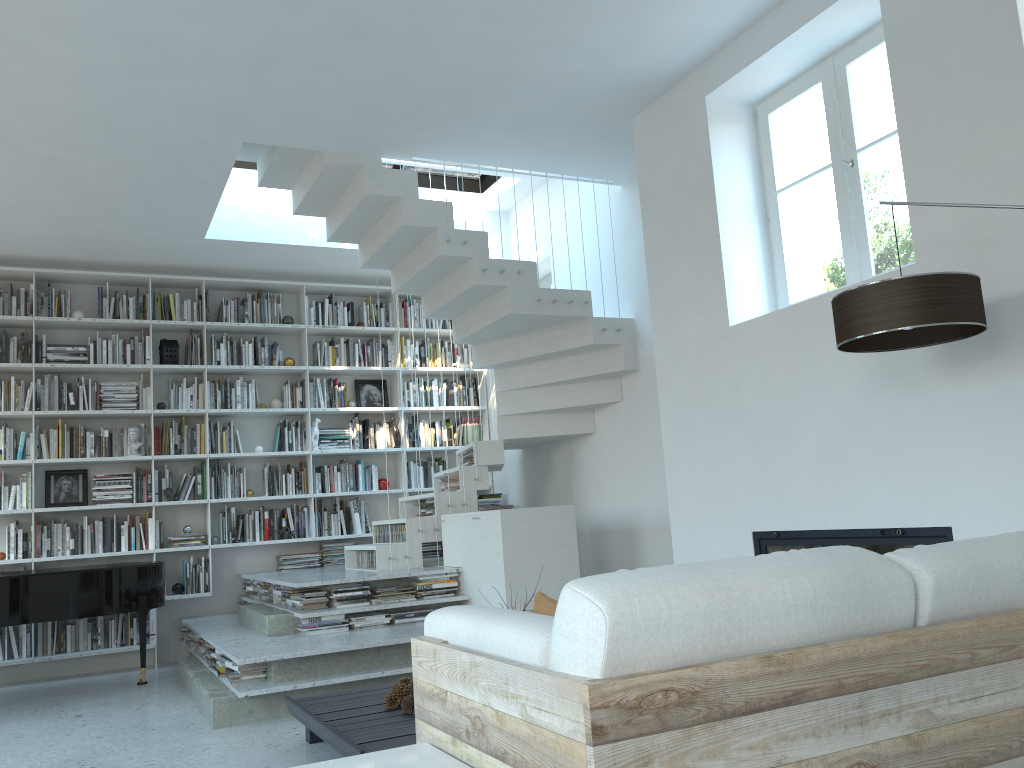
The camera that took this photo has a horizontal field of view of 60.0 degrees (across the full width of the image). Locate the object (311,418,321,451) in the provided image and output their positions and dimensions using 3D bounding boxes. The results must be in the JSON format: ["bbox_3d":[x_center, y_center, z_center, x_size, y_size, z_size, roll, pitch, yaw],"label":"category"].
[{"bbox_3d":[-1.700,0.440,7.671,0.087,0.287,0.075,-5,-8,9],"label":"object"}]

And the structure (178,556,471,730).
[{"bbox_3d":[-0.865,1.676,6.448,2.899,0.658,3.118,0,-9,-26],"label":"structure"}]

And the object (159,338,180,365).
[{"bbox_3d":[-2.838,-0.255,7.340,0.135,0.248,0.136,2,-10,-36],"label":"object"}]

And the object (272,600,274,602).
[{"bbox_3d":[-1.730,1.597,6.579,0.145,0.010,0.267,1,-10,-30],"label":"object"}]

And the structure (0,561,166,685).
[{"bbox_3d":[-3.211,1.631,5.655,1.918,0.831,1.337,0,-9,-26],"label":"structure"}]

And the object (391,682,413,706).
[{"bbox_3d":[-0.478,1.337,3.818,0.110,0.101,0.114,4,-11,-43],"label":"object"}]

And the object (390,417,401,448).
[{"bbox_3d":[-1.050,0.444,8.008,0.087,0.287,0.075,-5,-8,9],"label":"object"}]

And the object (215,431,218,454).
[{"bbox_3d":[-2.495,0.503,7.459,0.013,0.208,0.140,0,-9,-26],"label":"object"}]

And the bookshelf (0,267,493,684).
[{"bbox_3d":[-3.095,0.684,7.066,6.296,3.137,0.331,0,-9,-26],"label":"bookshelf"}]

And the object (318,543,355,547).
[{"bbox_3d":[-1.541,1.412,7.775,0.285,0.005,0.160,0,-9,-26],"label":"object"}]

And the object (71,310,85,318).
[{"bbox_3d":[-3.481,-0.542,7.112,0.105,0.106,0.105,-11,-11,41],"label":"object"}]

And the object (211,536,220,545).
[{"bbox_3d":[-2.447,1.290,7.321,0.071,0.072,0.071,-7,-9,22],"label":"object"}]

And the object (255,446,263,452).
[{"bbox_3d":[-2.156,0.561,7.555,0.071,0.072,0.071,-7,-9,22],"label":"object"}]

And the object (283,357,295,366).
[{"bbox_3d":[-1.946,-0.183,7.746,0.100,0.101,0.100,-11,-11,41],"label":"object"}]

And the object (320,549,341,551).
[{"bbox_3d":[-1.541,1.449,7.768,0.254,0.005,0.161,0,-9,-26],"label":"object"}]

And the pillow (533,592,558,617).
[{"bbox_3d":[0.169,0.597,1.829,0.200,0.338,0.463,1,-10,-32],"label":"pillow"}]

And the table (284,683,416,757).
[{"bbox_3d":[-0.207,1.450,3.815,1.270,0.218,1.260,0,-9,-26],"label":"table"}]

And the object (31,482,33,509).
[{"bbox_3d":[-3.693,0.863,6.837,0.017,0.215,0.103,0,-9,-26],"label":"object"}]

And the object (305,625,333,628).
[{"bbox_3d":[-1.176,1.492,5.483,0.204,0.004,0.140,0,-9,-23],"label":"object"}]

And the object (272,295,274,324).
[{"bbox_3d":[-2.121,-0.627,7.841,0.006,0.297,0.129,0,-9,-26],"label":"object"}]

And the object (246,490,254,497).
[{"bbox_3d":[-2.223,0.930,7.498,0.071,0.072,0.071,-7,-9,22],"label":"object"}]

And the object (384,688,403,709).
[{"bbox_3d":[-0.501,1.336,3.745,0.082,0.084,0.082,-2,-8,-11],"label":"object"}]

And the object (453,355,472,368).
[{"bbox_3d":[-0.469,-0.206,8.419,0.203,0.136,0.095,-3,-8,-10],"label":"object"}]

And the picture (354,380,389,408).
[{"bbox_3d":[-1.292,0.104,8.174,0.300,0.299,0.077,0,-9,-26],"label":"picture"}]

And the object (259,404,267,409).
[{"bbox_3d":[-2.148,0.204,7.646,0.068,0.068,0.068,-11,-11,41],"label":"object"}]

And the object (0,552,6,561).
[{"bbox_3d":[-3.813,1.287,6.623,0.061,0.062,0.061,-7,-9,22],"label":"object"}]

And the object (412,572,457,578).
[{"bbox_3d":[-0.535,1.270,5.954,0.284,0.030,0.177,0,-9,-26],"label":"object"}]

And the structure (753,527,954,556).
[{"bbox_3d":[1.746,0.910,3.911,0.735,0.583,1.213,1,-10,-30],"label":"structure"}]

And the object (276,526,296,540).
[{"bbox_3d":[-1.892,1.248,7.432,0.160,0.113,0.065,3,-10,-38],"label":"object"}]

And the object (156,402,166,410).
[{"bbox_3d":[-2.858,0.184,7.223,0.071,0.072,0.071,-7,-9,22],"label":"object"}]

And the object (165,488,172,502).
[{"bbox_3d":[-2.746,0.885,7.089,0.054,0.113,0.079,0,-9,-27],"label":"object"}]

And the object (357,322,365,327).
[{"bbox_3d":[-1.379,-0.531,8.075,0.071,0.072,0.071,-7,-9,22],"label":"object"}]

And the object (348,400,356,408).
[{"bbox_3d":[-1.453,0.193,7.983,0.091,0.092,0.092,-7,-9,22],"label":"object"}]

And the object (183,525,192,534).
[{"bbox_3d":[-2.622,1.177,7.166,0.071,0.072,0.071,-7,-9,22],"label":"object"}]

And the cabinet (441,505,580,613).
[{"bbox_3d":[-0.043,1.174,5.885,0.551,0.666,0.994,0,-9,-26],"label":"cabinet"}]

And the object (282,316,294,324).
[{"bbox_3d":[-1.969,-0.548,7.791,0.104,0.105,0.104,-7,-9,22],"label":"object"}]

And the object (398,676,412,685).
[{"bbox_3d":[-0.464,1.334,3.902,0.090,0.106,0.097,-3,-8,-5],"label":"object"}]

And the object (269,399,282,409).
[{"bbox_3d":[-2.057,0.187,7.720,0.111,0.112,0.112,-11,-11,41],"label":"object"}]

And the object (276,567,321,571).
[{"bbox_3d":[-1.826,1.581,7.592,0.345,0.007,0.193,1,-10,-31],"label":"object"}]

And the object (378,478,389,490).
[{"bbox_3d":[-1.168,0.909,8.002,0.115,0.116,0.115,-11,-11,41],"label":"object"}]

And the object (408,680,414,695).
[{"bbox_3d":[-0.411,1.330,3.845,0.094,0.108,0.108,-9,-10,31],"label":"object"}]

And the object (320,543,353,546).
[{"bbox_3d":[-1.540,1.406,7.773,0.254,0.005,0.161,0,-9,-25],"label":"object"}]

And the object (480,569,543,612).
[{"bbox_3d":[-0.003,1.067,3.815,0.309,0.521,0.436,-5,-8,4],"label":"object"}]

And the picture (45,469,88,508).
[{"bbox_3d":[-3.501,0.824,6.972,0.300,0.299,0.077,0,-9,-26],"label":"picture"}]

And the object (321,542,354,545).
[{"bbox_3d":[-1.537,1.399,7.766,0.285,0.005,0.160,-1,-9,-21],"label":"object"}]

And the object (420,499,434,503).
[{"bbox_3d":[-0.643,0.940,7.158,0.161,0.025,0.175,-1,-9,-22],"label":"object"}]

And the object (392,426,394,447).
[{"bbox_3d":[-1.106,0.502,8.127,0.022,0.211,0.179,0,-9,-26],"label":"object"}]

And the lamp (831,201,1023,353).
[{"bbox_3d":[1.736,0.235,2.541,0.470,1.962,1.561,3,-10,-40],"label":"lamp"}]

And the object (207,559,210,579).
[{"bbox_3d":[-2.463,1.555,7.200,0.011,0.260,0.142,0,-9,-26],"label":"object"}]

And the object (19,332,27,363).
[{"bbox_3d":[-3.754,-0.270,6.821,0.075,0.254,0.075,-11,-11,42],"label":"object"}]

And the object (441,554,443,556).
[{"bbox_3d":[-0.486,1.579,8.266,0.367,0.007,0.206,-2,-9,-16],"label":"object"}]

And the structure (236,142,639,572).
[{"bbox_3d":[-0.697,-0.058,6.399,2.613,3.376,1.957,0,-9,-26],"label":"structure"}]

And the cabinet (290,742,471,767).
[{"bbox_3d":[-0.232,0.973,1.580,0.380,0.486,0.503,0,-9,-26],"label":"cabinet"}]

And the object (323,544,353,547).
[{"bbox_3d":[-1.541,1.417,7.774,0.254,0.005,0.161,0,-9,-26],"label":"object"}]

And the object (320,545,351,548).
[{"bbox_3d":[-1.540,1.422,7.773,0.254,0.005,0.161,0,-9,-26],"label":"object"}]

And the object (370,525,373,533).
[{"bbox_3d":[-1.244,1.294,7.924,0.071,0.072,0.071,-7,-9,22],"label":"object"}]

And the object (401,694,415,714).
[{"bbox_3d":[-0.410,1.307,3.615,0.081,0.083,0.099,-1,-9,-21],"label":"object"}]

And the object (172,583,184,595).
[{"bbox_3d":[-2.657,1.631,7.055,0.093,0.094,0.094,-7,-9,22],"label":"object"}]

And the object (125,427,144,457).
[{"bbox_3d":[-3.007,0.463,7.062,0.138,0.243,0.137,-9,-9,29],"label":"object"}]
